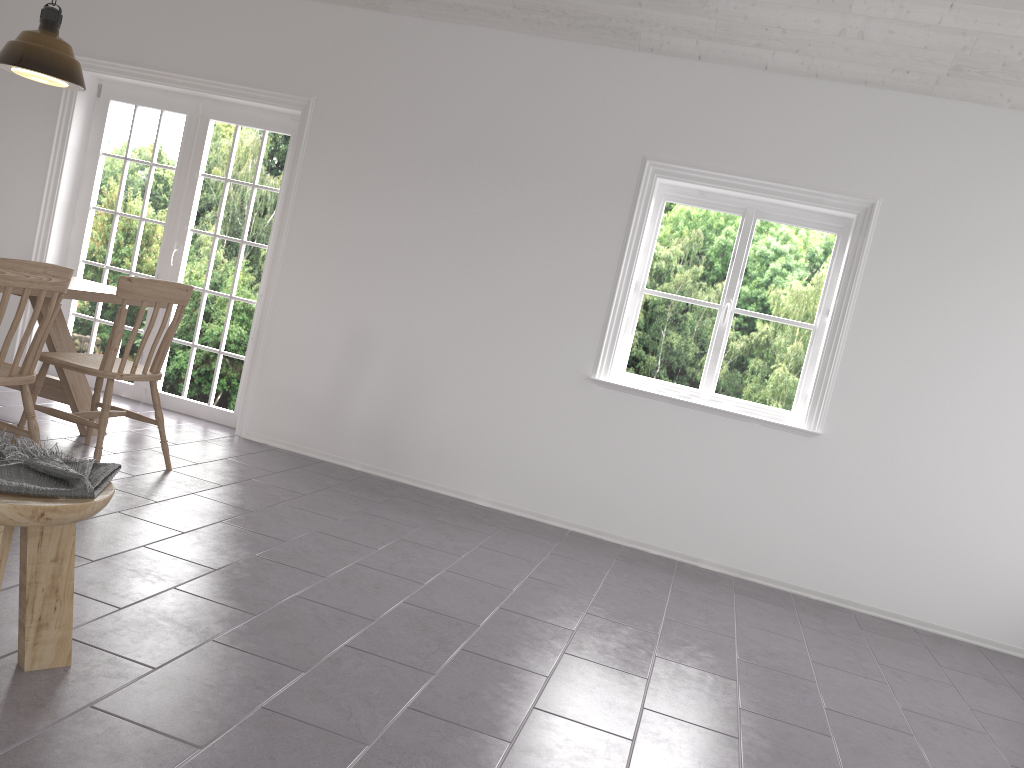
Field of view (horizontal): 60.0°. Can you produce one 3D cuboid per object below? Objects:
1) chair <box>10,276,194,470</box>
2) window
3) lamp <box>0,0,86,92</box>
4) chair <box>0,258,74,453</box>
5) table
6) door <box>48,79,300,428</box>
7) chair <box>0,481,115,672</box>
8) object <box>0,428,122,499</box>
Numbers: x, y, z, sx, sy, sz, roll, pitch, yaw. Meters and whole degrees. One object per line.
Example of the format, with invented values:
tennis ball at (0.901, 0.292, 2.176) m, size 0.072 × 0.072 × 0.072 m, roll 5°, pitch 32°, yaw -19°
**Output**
chair at (-1.861, -0.082, 4.102) m, size 0.519 × 0.902 × 0.506 m, roll 14°, pitch 5°, yaw 18°
window at (1.192, -0.438, 4.895) m, size 1.055 × 1.168 × 0.120 m, roll 14°, pitch 5°, yaw 13°
lamp at (-2.119, -2.363, 4.286) m, size 0.410 × 1.796 × 0.410 m, roll 9°, pitch 6°, yaw -42°
chair at (-2.046, -0.064, 3.332) m, size 0.519 × 0.902 × 0.506 m, roll 14°, pitch 5°, yaw 13°
table at (-2.736, -0.193, 3.962) m, size 1.001 × 0.749 × 2.300 m, roll 14°, pitch 5°, yaw 13°
door at (-2.200, -0.842, 5.725) m, size 1.571 × 2.024 × 0.115 m, roll 14°, pitch 5°, yaw 13°
chair at (-1.204, 0.448, 2.070) m, size 0.431 × 0.479 × 0.431 m, roll 15°, pitch 5°, yaw 29°
object at (-1.191, 0.190, 2.101) m, size 0.462 × 0.120 × 0.348 m, roll 12°, pitch 5°, yaw -17°
